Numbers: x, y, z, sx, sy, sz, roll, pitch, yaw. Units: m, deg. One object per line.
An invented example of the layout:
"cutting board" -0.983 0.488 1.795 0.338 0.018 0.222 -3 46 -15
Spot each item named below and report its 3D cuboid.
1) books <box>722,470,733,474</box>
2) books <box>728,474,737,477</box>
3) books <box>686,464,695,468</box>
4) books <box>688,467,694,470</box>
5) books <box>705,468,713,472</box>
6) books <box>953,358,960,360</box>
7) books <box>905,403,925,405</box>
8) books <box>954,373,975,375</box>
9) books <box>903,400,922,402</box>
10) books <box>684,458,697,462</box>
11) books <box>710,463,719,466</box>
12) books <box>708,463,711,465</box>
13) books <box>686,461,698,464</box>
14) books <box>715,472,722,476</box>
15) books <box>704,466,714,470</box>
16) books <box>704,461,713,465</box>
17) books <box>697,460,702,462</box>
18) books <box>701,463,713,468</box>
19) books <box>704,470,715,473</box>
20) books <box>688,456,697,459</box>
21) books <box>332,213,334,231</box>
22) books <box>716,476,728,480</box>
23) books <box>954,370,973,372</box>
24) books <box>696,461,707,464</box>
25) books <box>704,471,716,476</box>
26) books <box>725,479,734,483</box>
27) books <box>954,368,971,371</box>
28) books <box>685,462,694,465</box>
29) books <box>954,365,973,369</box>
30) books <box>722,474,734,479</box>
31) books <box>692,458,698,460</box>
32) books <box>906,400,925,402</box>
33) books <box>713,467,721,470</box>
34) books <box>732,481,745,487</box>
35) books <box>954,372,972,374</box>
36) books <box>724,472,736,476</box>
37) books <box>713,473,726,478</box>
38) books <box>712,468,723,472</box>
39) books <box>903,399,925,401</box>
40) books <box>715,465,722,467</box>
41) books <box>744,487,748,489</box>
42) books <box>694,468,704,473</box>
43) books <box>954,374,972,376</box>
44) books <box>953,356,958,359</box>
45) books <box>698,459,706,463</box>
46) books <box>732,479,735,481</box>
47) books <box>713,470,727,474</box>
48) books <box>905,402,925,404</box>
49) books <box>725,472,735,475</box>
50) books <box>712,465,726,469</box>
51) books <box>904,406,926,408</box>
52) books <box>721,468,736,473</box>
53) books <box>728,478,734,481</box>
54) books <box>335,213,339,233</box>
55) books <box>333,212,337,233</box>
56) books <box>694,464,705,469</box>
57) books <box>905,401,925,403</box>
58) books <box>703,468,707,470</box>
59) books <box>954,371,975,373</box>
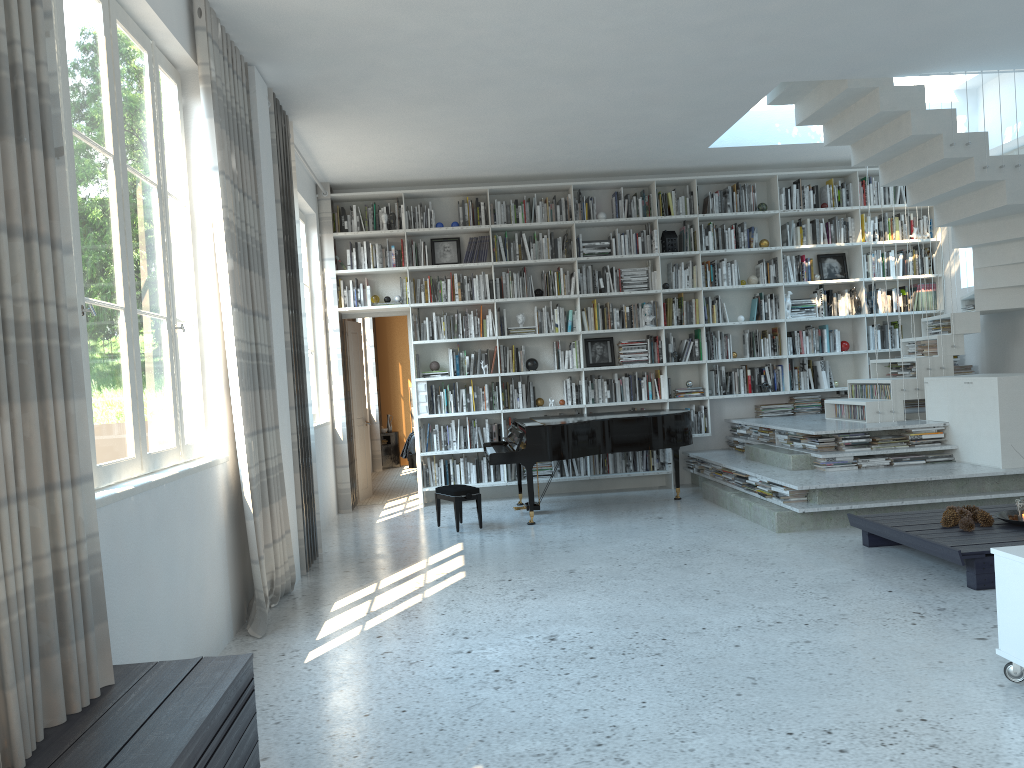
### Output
"books" 1.982 0.770 7.829 0.165 0.014 0.235 -4 0 -9
"books" 2.005 0.800 7.831 0.140 0.013 0.180 -4 0 -3
"books" 1.897 0.831 9.049 0.179 0.012 0.261 -4 0 -1
"books" 1.909 0.852 9.051 0.171 0.016 0.241 -4 0 -4
"books" 1.959 0.817 8.451 0.149 0.007 0.300 -4 0 -4
"books" 4.329 -0.242 8.886 0.235 0.014 0.155 -4 0 -3
"books" 4.214 0.208 9.335 0.327 0.008 0.207 -4 0 -4
"books" 4.349 -0.096 8.671 0.296 0.013 0.128 -4 0 -6
"books" 4.212 0.170 9.323 0.327 0.008 0.207 -4 0 0
"books" 1.886 0.772 9.048 0.191 0.013 0.243 -4 0 -8
"books" 1.946 0.733 8.136 0.193 0.005 0.224 -4 0 -8
"books" 1.958 0.757 8.450 0.130 0.018 0.255 -4 0 -1
"books" 1.895 0.795 9.049 0.188 0.009 0.211 -4 0 -5
"books" 1.974 0.823 8.140 0.165 0.012 0.205 -4 0 -4
"books" 1.940 0.793 8.449 0.171 0.020 0.193 -4 0 0
"books" 1.945 0.746 8.449 0.159 0.006 0.285 -4 0 -2
"books" 1.934 0.762 8.757 0.126 0.005 0.290 -4 0 -9
"books" 1.936 0.775 8.449 0.180 0.015 0.294 -4 0 -6
"books" 1.947 0.829 8.450 0.172 0.014 0.221 -4 0 -3
"books" 1.904 0.739 9.048 0.158 0.014 0.234 -4 0 -6
"books" -1.780 -1.585 8.852 0.014 0.219 0.188 -4 1 -4
"books" 1.975 0.856 8.140 0.157 0.014 0.180 -4 0 -7
"books" 4.346 -0.122 8.699 0.278 0.012 0.177 -4 0 0
"books" 1.925 0.769 8.756 0.160 0.009 0.291 -4 0 -2
"books" 1.941 0.849 8.450 0.177 0.026 0.230 -4 0 -1
"books" 1.989 0.852 7.830 0.161 0.008 0.254 -4 0 1
"books" 4.345 -0.140 8.687 0.234 0.025 0.157 -4 0 -8
"books" 1.894 0.806 9.049 0.177 0.012 0.278 -4 0 -8
"books" 4.343 -0.165 8.692 0.267 0.026 0.161 -4 0 1
"books" 1.984 0.814 7.829 0.182 0.013 0.287 -4 0 -3
"books" 1.920 0.754 9.050 0.133 0.017 0.231 -4 0 -3
"books" 4.212 0.178 9.329 0.367 0.007 0.205 -4 0 -2
"books" 1.953 0.769 8.137 0.182 0.016 0.198 -4 0 1
"books" 1.999 0.843 7.521 0.189 0.009 0.290 -4 0 -1
"books" 4.348 -0.106 8.675 0.250 0.007 0.131 -4 0 0
"books" 1.996 0.789 7.830 0.155 0.009 0.297 -4 0 -3
"books" 1.970 0.835 8.140 0.159 0.012 0.292 -4 0 -7
"books" 1.961 0.781 8.138 0.169 0.009 0.241 -4 0 -8
"books" 4.211 0.163 9.323 0.368 0.007 0.205 -4 0 0
"books" 1.962 0.740 8.137 0.174 0.011 0.227 -4 0 -5
"books" 2.021 0.859 7.522 0.142 0.012 0.291 -4 0 0
"books" 1.921 0.847 8.757 0.189 0.030 0.237 -4 0 -4
"books" 4.348 -0.087 8.696 0.249 0.006 0.189 -4 0 -4
"books" 4.327 -0.262 8.897 0.232 0.025 0.123 -4 0 -7
"books" 1.939 0.752 8.757 0.135 0.014 0.297 -4 0 -3
"books" 2.011 0.837 7.832 0.132 0.009 0.269 -4 0 -3
"books" 1.967 0.804 8.139 0.159 0.011 0.246 -4 0 -8
"books" 4.213 0.193 9.327 0.327 0.008 0.207 -4 0 -1
"books" 1.991 0.781 7.829 0.169 0.009 0.241 -4 0 -4
"books" 1.960 0.753 8.138 0.171 0.015 0.252 -4 0 -7
"books" 4.216 0.239 9.327 0.367 0.007 0.205 -4 0 -1
"books" 1.978 0.757 7.828 0.179 0.012 0.249 -4 0 -7
"books" 2.010 0.844 7.832 0.128 0.005 0.296 -4 0 -2
"books" -1.739 -1.590 8.867 0.023 0.223 0.151 -4 1 -4
"books" -1.763 -1.591 8.875 0.024 0.228 0.129 -4 1 -4
"books" 1.910 0.807 8.756 0.191 0.028 0.212 -4 0 0
"books" 4.213 0.185 9.329 0.327 0.008 0.207 -4 0 4
"books" 1.931 0.826 8.758 0.147 0.012 0.206 -4 0 -9
"books" 4.348 -0.113 8.679 0.295 0.006 0.146 -4 0 -6
